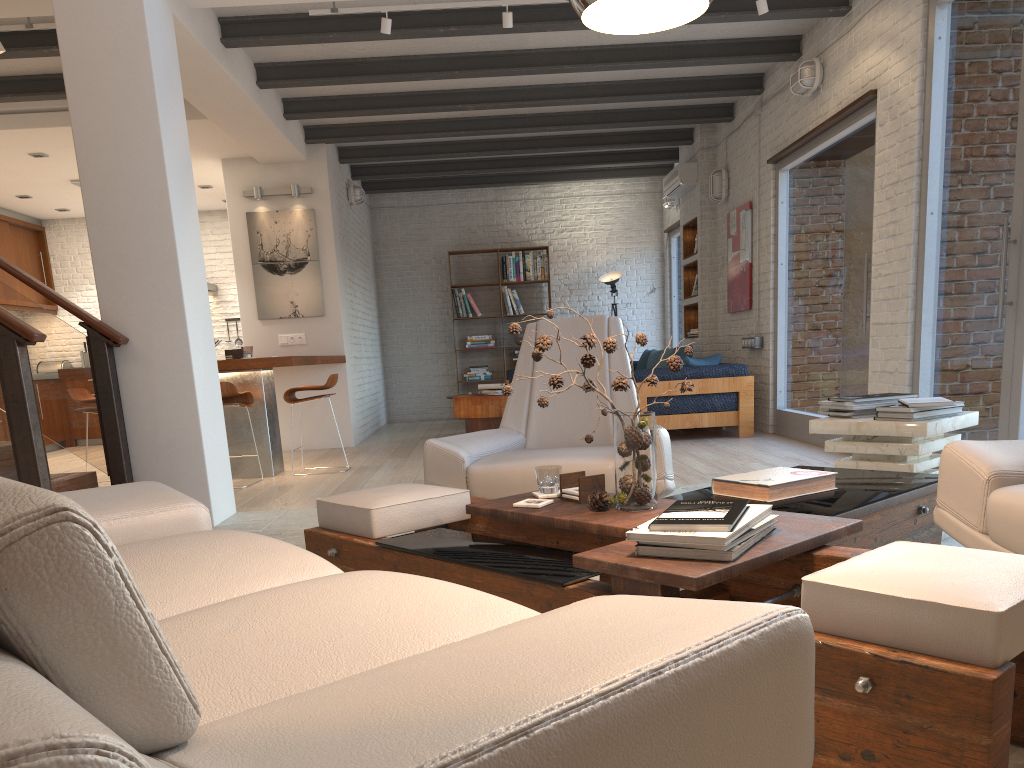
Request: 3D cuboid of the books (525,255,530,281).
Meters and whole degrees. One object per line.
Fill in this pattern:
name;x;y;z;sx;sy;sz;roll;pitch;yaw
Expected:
books;0.202;-1.532;11.601;0.055;0.339;0.247;-4;9;-2

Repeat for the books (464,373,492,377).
books;-0.465;-0.128;11.892;0.379;0.037;0.238;-3;2;-1

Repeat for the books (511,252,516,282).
books;0.023;-1.549;11.602;0.036;0.394;0.237;-4;9;-2

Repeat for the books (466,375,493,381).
books;-0.441;-0.082;11.894;0.327;0.057;0.248;-3;3;9

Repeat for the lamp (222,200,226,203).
lamp;-3.379;-2.201;10.392;0.123;0.056;0.121;-3;4;-1

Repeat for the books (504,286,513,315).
books;-0.050;-1.110;11.687;0.103;0.394;0.237;-4;9;-2

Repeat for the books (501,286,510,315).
books;-0.089;-1.109;11.709;0.101;0.394;0.237;-4;9;-2

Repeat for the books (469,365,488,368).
books;-0.453;-0.236;11.869;0.252;0.017;0.158;-3;2;-1

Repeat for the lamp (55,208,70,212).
lamp;-5.341;-2.084;10.354;0.123;0.056;0.121;-3;4;-1

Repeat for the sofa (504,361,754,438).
sofa;1.009;0.130;9.511;2.078;0.677;3.859;-3;2;-2

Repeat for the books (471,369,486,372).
books;-0.454;-0.183;11.894;0.206;0.035;0.129;-3;3;-1

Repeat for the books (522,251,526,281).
books;0.154;-1.557;11.609;0.036;0.394;0.237;-4;9;-2

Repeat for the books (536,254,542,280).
books;0.353;-1.541;11.613;0.055;0.339;0.247;-4;9;-2

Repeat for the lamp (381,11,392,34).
lamp;-0.748;-2.135;5.174;0.058;0.132;0.084;-10;11;-31

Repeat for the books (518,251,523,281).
books;0.117;-1.555;11.598;0.036;0.394;0.237;-4;9;-2

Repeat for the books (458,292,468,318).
books;-0.659;-1.052;11.716;0.102;0.343;0.247;-4;9;-2

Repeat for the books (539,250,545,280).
books;0.399;-1.572;11.614;0.036;0.394;0.237;-4;9;-2

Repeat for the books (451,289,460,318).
books;-0.749;-1.071;11.683;0.091;0.395;0.237;-4;9;-2

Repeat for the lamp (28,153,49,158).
lamp;-4.220;-2.057;7.764;0.123;0.056;0.121;-3;4;-1

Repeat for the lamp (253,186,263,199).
lamp;-2.427;-1.825;8.328;0.079;0.107;0.077;1;10;26

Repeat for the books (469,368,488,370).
books;-0.462;-0.210;11.895;0.236;0.019;0.167;-4;2;-8

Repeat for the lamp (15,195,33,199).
lamp;-5.312;-2.055;9.485;0.123;0.056;0.121;-3;4;-1

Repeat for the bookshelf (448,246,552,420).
bookshelf;-0.122;-0.663;11.770;1.318;2.265;0.353;-3;12;-1

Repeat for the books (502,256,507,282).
books;-0.100;-1.515;11.620;0.055;0.339;0.247;-4;9;-2

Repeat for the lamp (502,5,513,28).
lamp;-0.027;-2.178;5.191;0.061;0.132;0.083;-3;9;1

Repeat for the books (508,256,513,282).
books;-0.022;-1.519;11.603;0.055;0.339;0.247;-4;9;-2

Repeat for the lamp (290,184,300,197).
lamp;-2.072;-1.846;8.335;0.079;0.107;0.077;1;10;26

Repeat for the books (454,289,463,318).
books;-0.712;-1.075;11.691;0.091;0.395;0.237;-4;9;-2

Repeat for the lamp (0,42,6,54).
lamp;-3.031;-1.999;5.125;0.085;0.132;0.058;-11;13;-40

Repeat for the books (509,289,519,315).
books;0.025;-1.098;11.711;0.125;0.358;0.264;-4;9;-2

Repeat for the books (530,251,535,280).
books;0.267;-1.564;11.624;0.036;0.394;0.237;-4;9;-2

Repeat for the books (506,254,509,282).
books;-0.062;-1.531;11.616;0.021;0.369;0.264;-4;9;-2

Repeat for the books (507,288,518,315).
books;0.003;-1.096;11.701;0.125;0.358;0.264;-4;9;-2

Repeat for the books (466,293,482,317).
books;-0.511;-1.054;11.713;0.195;0.327;0.247;-4;8;-2

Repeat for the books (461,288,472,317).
books;-0.604;-1.078;11.682;0.121;0.392;0.237;-4;9;-2

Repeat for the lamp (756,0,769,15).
lamp;1.496;-2.268;5.213;0.085;0.132;0.058;-11;13;-40

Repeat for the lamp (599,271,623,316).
lamp;1.529;-0.568;11.501;0.500;1.897;0.852;-10;12;-29

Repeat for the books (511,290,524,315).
books;0.074;-1.091;11.699;0.158;0.338;0.247;-4;9;-2

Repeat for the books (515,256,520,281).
books;0.071;-1.525;11.623;0.055;0.339;0.247;-4;9;-2

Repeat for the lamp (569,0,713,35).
lamp;0.985;-0.426;1.315;2.023;2.416;0.310;2;13;34

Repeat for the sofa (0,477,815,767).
sofa;-0.770;0.473;1.633;1.125;0.776;2.311;-8;5;-42

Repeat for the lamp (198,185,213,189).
lamp;-3.351;-2.171;9.523;0.123;0.056;0.121;-3;4;-1

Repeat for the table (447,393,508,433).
table;-0.206;0.317;9.388;1.077;0.458;1.787;-3;3;4

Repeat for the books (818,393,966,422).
books;1.606;0.095;3.606;0.387;0.081;0.558;-4;2;-18

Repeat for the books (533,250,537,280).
books;0.305;-1.566;11.612;0.036;0.394;0.237;-4;9;-2

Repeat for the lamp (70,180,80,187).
lamp;-4.259;-2.002;9.083;0.450;0.175;0.440;-3;3;-1

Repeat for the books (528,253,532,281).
books;0.240;-1.549;11.613;0.021;0.369;0.264;-4;9;-2

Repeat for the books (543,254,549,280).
books;0.449;-1.547;11.636;0.055;0.339;0.247;-4;9;-2

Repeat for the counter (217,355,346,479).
counter;-2.445;0.271;7.613;1.685;0.943;2.439;-3;3;-2

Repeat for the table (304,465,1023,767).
table;0.618;0.520;2.688;1.940;0.440;2.187;-6;3;-40

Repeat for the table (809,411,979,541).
table;1.621;0.387;3.725;0.487;0.518;0.490;-10;10;-41
